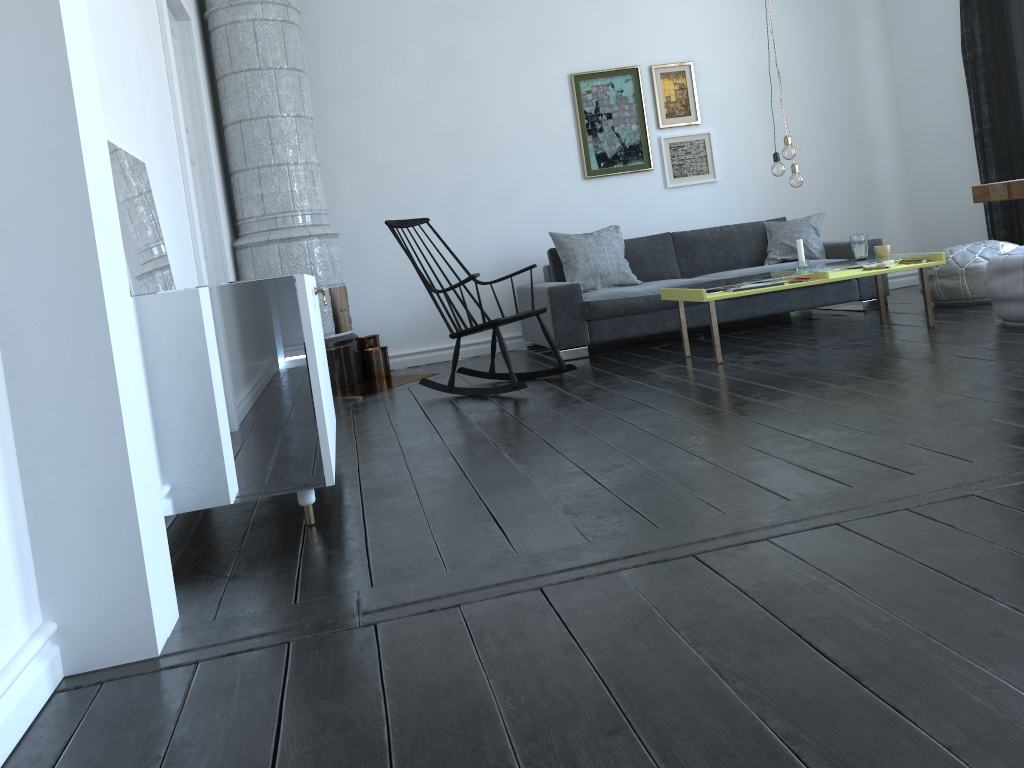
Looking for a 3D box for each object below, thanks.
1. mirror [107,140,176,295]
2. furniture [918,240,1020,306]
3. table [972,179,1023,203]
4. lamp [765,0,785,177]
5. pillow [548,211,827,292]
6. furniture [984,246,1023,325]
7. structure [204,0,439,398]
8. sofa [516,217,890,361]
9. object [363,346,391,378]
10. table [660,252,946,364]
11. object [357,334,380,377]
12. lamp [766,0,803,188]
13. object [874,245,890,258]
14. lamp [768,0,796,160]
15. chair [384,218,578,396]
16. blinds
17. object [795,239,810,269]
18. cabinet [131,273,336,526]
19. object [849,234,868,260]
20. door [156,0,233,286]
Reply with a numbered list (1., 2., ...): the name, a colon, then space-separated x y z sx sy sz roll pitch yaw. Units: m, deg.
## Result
1. mirror: -1.264 -0.548 2.985 0.054 0.499 0.699 -8 6 -10
2. furniture: 3.007 -0.732 5.720 0.681 0.380 0.683 -9 7 -10
3. table: 2.895 -0.490 2.924 2.234 0.713 1.023 -9 6 -11
4. lamp: 1.363 -1.875 4.803 0.086 1.492 0.075 -7 2 41
5. pillow: 1.303 -0.999 6.364 2.058 0.491 0.481 -9 5 -6
6. furniture: 2.786 -0.521 4.522 0.613 0.417 0.617 -10 6 -16
7. structure: -1.401 -1.404 5.880 1.261 2.879 0.786 -6 2 34
8. sofa: 1.293 -0.743 6.252 2.380 0.720 1.090 -9 6 -11
9. object: -0.941 -0.151 6.171 0.175 0.198 0.172 -10 5 -21
10. table: 1.614 -0.430 4.895 1.405 0.398 0.603 -9 6 -11
11. object: -1.021 -0.205 6.339 0.173 0.280 0.176 -9 3 -11
12. lamp: 1.468 -1.821 4.837 0.074 1.492 0.089 -8 1 14
13. object: 2.129 -0.761 5.060 0.086 0.066 0.088 -6 6 18
14. lamp: 1.417 -1.965 4.803 0.074 1.492 0.075 -7 2 36
15. chair: -0.215 -0.475 4.882 0.900 1.001 0.619 -5 4 34
16. blinds: 3.313 -2.131 5.913 0.112 2.962 0.805 -8 2 -11
17. object: 1.657 -0.747 5.049 0.074 0.173 0.075 -7 3 24
18. cabinet: -0.902 0.018 3.053 0.592 0.731 1.207 -9 6 -10
19. object: 2.022 -0.796 5.119 0.097 0.145 0.099 -5 4 40
20. door: -1.705 -0.991 4.769 0.116 2.465 1.171 -8 3 -10
